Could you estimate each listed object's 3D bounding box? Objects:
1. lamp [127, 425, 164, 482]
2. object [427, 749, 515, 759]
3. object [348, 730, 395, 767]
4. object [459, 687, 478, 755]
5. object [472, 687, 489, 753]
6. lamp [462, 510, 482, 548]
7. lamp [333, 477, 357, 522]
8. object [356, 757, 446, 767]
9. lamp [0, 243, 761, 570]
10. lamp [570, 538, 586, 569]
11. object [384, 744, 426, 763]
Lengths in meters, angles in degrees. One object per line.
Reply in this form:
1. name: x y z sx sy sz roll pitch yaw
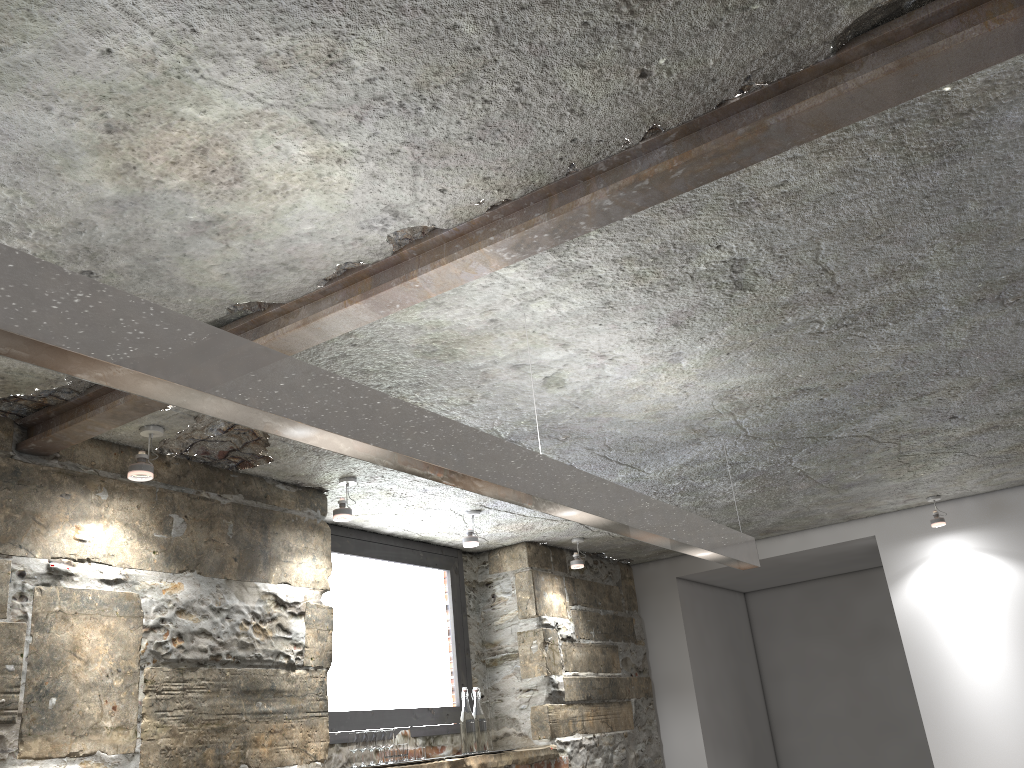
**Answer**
1. lamp: -1.154 0.218 2.795 0.098 0.165 0.077 4 -24 -24
2. object: -0.227 1.750 4.178 0.310 0.007 0.457 -19 -25 28
3. object: -0.582 1.507 3.665 0.108 0.131 0.218 -18 -25 27
4. object: -0.211 1.586 4.169 0.073 0.300 0.073 -6 -22 -1
5. object: -0.160 1.610 4.244 0.073 0.300 0.073 -6 -22 -1
6. lamp: -0.191 0.688 4.216 0.098 0.165 0.077 4 -24 -24
7. lamp: -0.662 0.458 3.520 0.098 0.165 0.077 4 -24 -24
8. object: -0.532 1.601 3.728 0.310 0.007 0.457 -19 -25 28
9. lamp: 0.027 0.040 2.195 0.073 0.524 3.159 -19 -25 28
10. lamp: 0.373 0.964 5.049 0.098 0.165 0.077 4 -24 -24
11. object: -0.469 1.593 3.829 0.111 0.072 0.191 -22 -27 35
